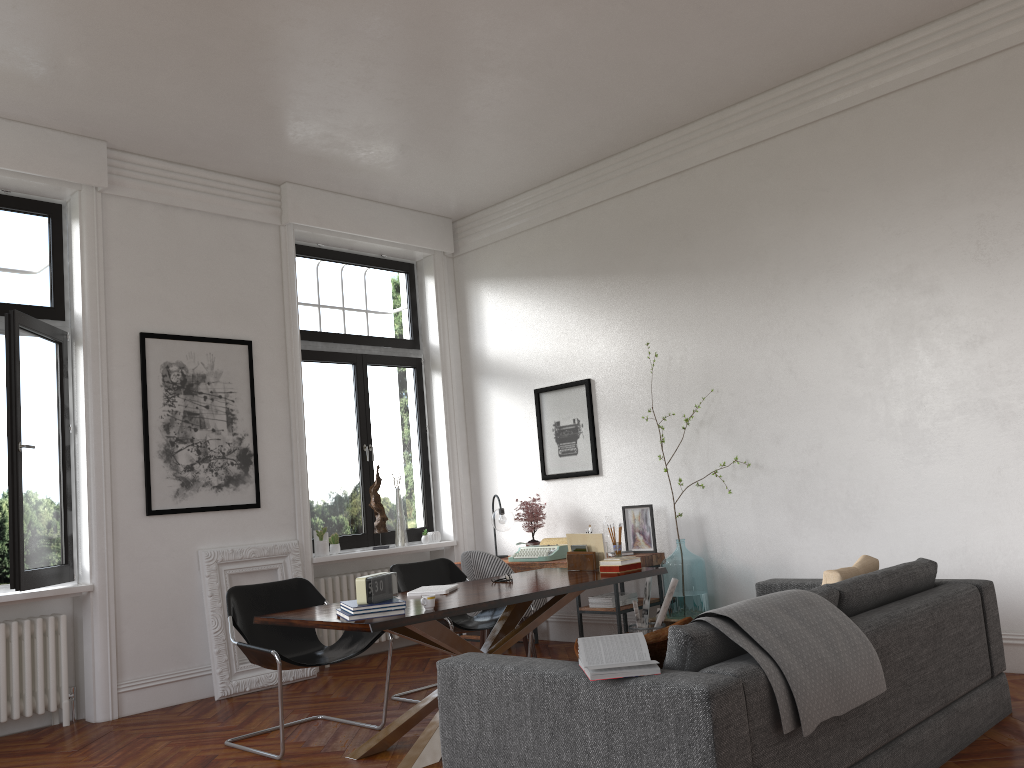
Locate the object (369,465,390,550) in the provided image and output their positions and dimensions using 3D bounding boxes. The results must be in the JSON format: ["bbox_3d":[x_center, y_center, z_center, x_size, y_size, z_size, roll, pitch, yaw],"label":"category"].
[{"bbox_3d":[-1.181,1.083,7.831,0.165,0.752,0.143,-4,-6,-3],"label":"object"}]

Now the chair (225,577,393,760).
[{"bbox_3d":[-1.189,1.567,5.040,0.747,0.870,0.753,-11,-9,44],"label":"chair"}]

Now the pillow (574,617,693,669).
[{"bbox_3d":[0.450,1.061,3.226,0.469,0.396,0.331,-4,-7,-8],"label":"pillow"}]

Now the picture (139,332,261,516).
[{"bbox_3d":[-2.326,0.296,6.655,0.035,1.320,0.883,-11,-9,44],"label":"picture"}]

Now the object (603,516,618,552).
[{"bbox_3d":[0.778,1.194,6.997,0.111,0.301,0.112,-4,-6,-9],"label":"object"}]

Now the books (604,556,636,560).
[{"bbox_3d":[0.666,1.076,5.479,0.159,0.008,0.128,3,-10,-44],"label":"books"}]

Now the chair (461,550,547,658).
[{"bbox_3d":[-0.078,1.684,6.683,0.717,0.897,0.548,-10,-8,37],"label":"chair"}]

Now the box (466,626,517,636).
[{"bbox_3d":[-0.177,2.063,7.500,0.297,0.082,0.318,-12,-10,44],"label":"box"}]

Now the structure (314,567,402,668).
[{"bbox_3d":[-1.177,2.033,7.834,0.226,0.776,1.454,-11,-9,44],"label":"structure"}]

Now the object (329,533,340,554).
[{"bbox_3d":[-1.505,1.353,7.537,0.097,0.185,0.099,-2,-7,-23],"label":"object"}]

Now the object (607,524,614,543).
[{"bbox_3d":[0.625,0.970,5.534,0.049,0.192,0.008,-6,-6,14],"label":"object"}]

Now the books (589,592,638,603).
[{"bbox_3d":[0.749,1.578,6.566,0.226,0.038,0.309,-12,-10,44],"label":"books"}]

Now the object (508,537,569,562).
[{"bbox_3d":[0.231,1.331,7.145,0.536,0.148,0.484,-12,-10,43],"label":"object"}]

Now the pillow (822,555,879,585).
[{"bbox_3d":[1.605,1.074,4.265,0.226,0.459,0.486,-11,-9,44],"label":"pillow"}]

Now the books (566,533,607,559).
[{"bbox_3d":[0.487,1.084,5.755,0.310,0.238,0.043,-11,-9,44],"label":"books"}]

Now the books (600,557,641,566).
[{"bbox_3d":[0.668,1.093,5.461,0.164,0.028,0.207,-11,-10,42],"label":"books"}]

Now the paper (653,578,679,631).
[{"bbox_3d":[1.028,1.663,6.179,0.330,0.608,0.047,-8,-7,24],"label":"paper"}]

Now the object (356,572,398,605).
[{"bbox_3d":[-0.640,0.972,4.230,0.082,0.125,0.276,-7,-8,18],"label":"object"}]

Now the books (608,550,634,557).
[{"bbox_3d":[0.820,1.303,6.809,0.213,0.031,0.129,-4,-7,-8],"label":"books"}]

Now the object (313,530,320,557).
[{"bbox_3d":[-1.622,1.329,7.386,0.051,0.212,0.051,-4,-6,-11],"label":"object"}]

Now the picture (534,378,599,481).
[{"bbox_3d":[0.467,0.402,7.658,0.635,0.814,0.050,-11,-9,44],"label":"picture"}]

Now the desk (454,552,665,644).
[{"bbox_3d":[0.331,1.780,7.108,1.802,0.756,0.647,-12,-10,44],"label":"desk"}]

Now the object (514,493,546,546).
[{"bbox_3d":[0.164,1.206,7.587,0.290,0.527,0.309,-5,-7,-1],"label":"object"}]

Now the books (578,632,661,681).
[{"bbox_3d":[0.346,0.895,2.933,0.225,0.095,0.279,-4,-7,-4],"label":"books"}]

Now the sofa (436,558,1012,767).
[{"bbox_3d":[1.078,1.298,3.919,1.264,0.827,2.646,-12,-10,44],"label":"sofa"}]

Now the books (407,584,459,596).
[{"bbox_3d":[-0.446,1.181,5.074,0.231,0.026,0.326,-6,-8,9],"label":"books"}]

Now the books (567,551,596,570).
[{"bbox_3d":[0.445,1.133,5.670,0.221,0.124,0.028,-12,-9,44],"label":"books"}]

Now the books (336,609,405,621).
[{"bbox_3d":[-0.678,1.085,4.225,0.264,0.027,0.348,-2,-8,-21],"label":"books"}]

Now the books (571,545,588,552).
[{"bbox_3d":[0.446,1.119,5.735,0.129,0.157,0.041,-11,-9,44],"label":"books"}]

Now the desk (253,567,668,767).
[{"bbox_3d":[-0.160,1.528,4.948,1.032,0.749,2.227,-12,-10,44],"label":"desk"}]

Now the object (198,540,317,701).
[{"bbox_3d":[-1.899,1.744,6.675,0.234,1.060,0.830,-11,-9,44],"label":"object"}]

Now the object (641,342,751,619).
[{"bbox_3d":[1.359,0.651,6.491,0.808,2.053,0.354,-8,-7,25],"label":"object"}]

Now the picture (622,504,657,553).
[{"bbox_3d":[0.987,1.126,6.880,0.283,0.368,0.023,-11,-9,44],"label":"picture"}]

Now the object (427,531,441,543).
[{"bbox_3d":[-0.735,1.438,8.328,0.132,0.097,0.135,-7,-7,14],"label":"object"}]

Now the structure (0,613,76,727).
[{"bbox_3d":[-3.478,1.917,5.507,0.226,0.776,1.454,-11,-9,44],"label":"structure"}]

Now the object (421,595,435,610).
[{"bbox_3d":[-0.404,1.042,4.227,0.082,0.065,0.064,-1,-8,-25],"label":"object"}]

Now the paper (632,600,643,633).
[{"bbox_3d":[0.899,1.750,6.190,0.073,0.477,0.033,-4,-6,-9],"label":"paper"}]

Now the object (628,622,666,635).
[{"bbox_3d":[0.964,1.853,6.239,0.261,0.304,0.261,-6,-7,9],"label":"object"}]

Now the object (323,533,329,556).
[{"bbox_3d":[-1.558,1.340,7.416,0.051,0.188,0.051,-4,-6,-11],"label":"object"}]

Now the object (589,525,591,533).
[{"bbox_3d":[0.632,1.258,7.165,0.023,0.238,0.028,-10,-8,41],"label":"object"}]

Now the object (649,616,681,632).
[{"bbox_3d":[1.284,1.844,6.428,0.436,0.316,0.341,-12,-10,44],"label":"object"}]

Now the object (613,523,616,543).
[{"bbox_3d":[0.645,0.968,5.553,0.008,0.195,0.032,-5,-6,-2],"label":"object"}]

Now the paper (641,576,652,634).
[{"bbox_3d":[0.954,1.694,6.366,0.048,0.624,0.294,-9,-8,37],"label":"paper"}]

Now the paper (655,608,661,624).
[{"bbox_3d":[1.024,1.799,6.320,0.126,0.387,0.026,-2,-7,-23],"label":"paper"}]

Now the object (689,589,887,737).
[{"bbox_3d":[0.980,0.968,3.181,0.401,0.386,0.752,-11,-10,44],"label":"object"}]

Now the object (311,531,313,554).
[{"bbox_3d":[-1.684,1.317,7.354,0.051,0.237,0.051,-4,-6,-11],"label":"object"}]

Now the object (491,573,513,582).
[{"bbox_3d":[-0.054,1.175,5.385,0.133,0.047,0.115,-6,-7,7],"label":"object"}]

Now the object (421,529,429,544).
[{"bbox_3d":[-0.798,1.401,8.149,0.072,0.134,0.072,-2,-7,-20],"label":"object"}]

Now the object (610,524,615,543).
[{"bbox_3d":[0.633,0.966,5.508,0.049,0.192,0.008,1,-8,-41],"label":"object"}]

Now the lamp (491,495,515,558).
[{"bbox_3d":[-0.114,1.231,7.667,0.207,0.548,0.443,-2,-7,-22],"label":"lamp"}]

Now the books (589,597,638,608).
[{"bbox_3d":[0.751,1.612,6.550,0.226,0.038,0.309,-12,-10,43],"label":"books"}]

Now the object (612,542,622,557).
[{"bbox_3d":[0.658,1.032,5.520,0.058,0.091,0.058,-9,-8,31],"label":"object"}]

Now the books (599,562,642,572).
[{"bbox_3d":[0.668,1.125,5.448,0.215,0.039,0.160,2,-10,-43],"label":"books"}]

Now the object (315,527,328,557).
[{"bbox_3d":[-1.573,1.301,7.318,0.098,0.243,0.103,-7,-7,22],"label":"object"}]

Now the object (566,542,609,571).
[{"bbox_3d":[0.486,1.112,5.709,0.229,0.166,0.150,-12,-10,44],"label":"object"}]

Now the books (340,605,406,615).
[{"bbox_3d":[-0.666,1.062,4.224,0.250,0.017,0.345,-2,-8,-21],"label":"books"}]

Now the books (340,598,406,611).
[{"bbox_3d":[-0.667,1.045,4.226,0.250,0.017,0.345,-2,-8,-21],"label":"books"}]

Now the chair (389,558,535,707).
[{"bbox_3d":[-0.363,1.608,5.876,0.747,0.870,0.753,-11,-9,44],"label":"chair"}]

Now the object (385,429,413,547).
[{"bbox_3d":[-0.980,0.941,8.028,0.296,1.051,0.290,1,-9,-42],"label":"object"}]
